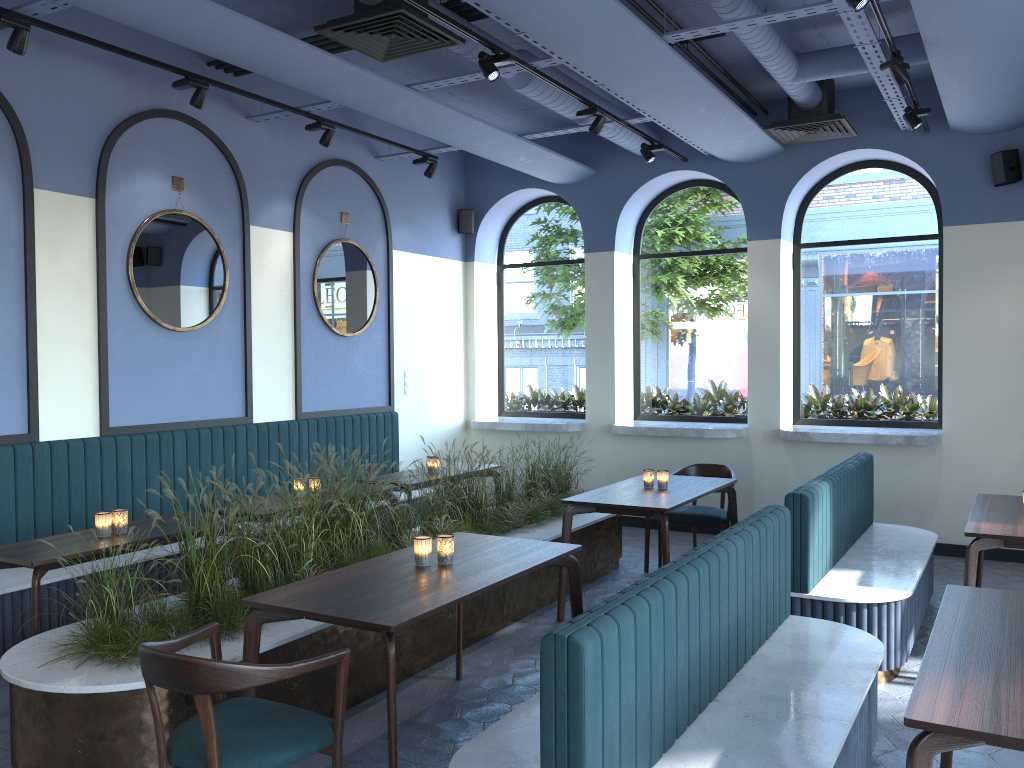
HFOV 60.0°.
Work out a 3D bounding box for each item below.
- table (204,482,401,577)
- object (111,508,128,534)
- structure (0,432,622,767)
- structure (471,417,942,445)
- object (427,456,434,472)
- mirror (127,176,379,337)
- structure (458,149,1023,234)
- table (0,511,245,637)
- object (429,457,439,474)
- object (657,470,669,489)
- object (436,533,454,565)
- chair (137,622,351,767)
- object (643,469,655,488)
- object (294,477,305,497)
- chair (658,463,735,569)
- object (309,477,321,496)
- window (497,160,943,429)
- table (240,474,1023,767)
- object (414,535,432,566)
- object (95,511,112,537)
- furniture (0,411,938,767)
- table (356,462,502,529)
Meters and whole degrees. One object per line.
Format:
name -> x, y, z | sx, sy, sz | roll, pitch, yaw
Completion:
table -> -1.306, 1.102, 5.728 | 0.548, 0.755, 1.332 | 0, 2, 30
object -> -2.002, 0.701, 4.530 | 0.078, 0.120, 0.078 | -2, 2, -43
structure -> -0.583, 0.880, 5.337 | 1.143, 1.207, 4.878 | 0, 2, 31
structure -> 2.714, 0.554, 3.183 | 4.315, 0.080, 14.155 | -1, 1, -9
object -> -0.630, 0.628, 6.955 | 0.078, 0.120, 0.078 | 0, 2, 13
mirror -> -2.324, -0.915, 6.285 | 0.026, 1.089, 4.357 | 0, 2, 30
structure -> -0.578, -1.538, 2.732 | 7.261, 0.268, 13.143 | 0, 2, 13
table -> -1.993, 1.138, 4.533 | 0.548, 0.755, 1.285 | 0, 2, 30
object -> -0.600, 0.630, 6.862 | 0.078, 0.120, 0.078 | 0, 2, 13
object -> 1.011, 0.641, 5.947 | 0.078, 0.120, 0.078 | -2, 2, -43
object -> -0.285, 0.706, 3.793 | 0.078, 0.120, 0.078 | 0, 2, 13
chair -> -0.874, 1.157, 2.777 | 0.618, 0.793, 0.525 | 0, 2, 29
object -> 0.924, 0.641, 5.992 | 0.078, 0.120, 0.078 | -2, 2, -43
object -> -1.367, 0.665, 5.709 | 0.078, 0.120, 0.078 | 0, 2, 13
chair -> 1.455, 1.035, 6.827 | 0.618, 0.793, 0.525 | 0, 2, 29
object -> -1.274, 0.664, 5.740 | 0.078, 0.120, 0.078 | 0, 2, 13
window -> 2.920, -0.676, 3.205 | 3.897, 2.394, 14.212 | -1, 1, -9
table -> 0.690, 1.187, 1.831 | 3.997, 0.755, 9.778 | 0, 2, 14
object -> -0.378, 0.708, 3.763 | 0.078, 0.120, 0.078 | 0, 2, 13
object -> -2.046, 0.703, 4.442 | 0.078, 0.120, 0.078 | -2, 2, -43
furniture -> -0.288, 0.911, 5.167 | 4.703, 1.150, 4.800 | 0, 2, 30
table -> -0.608, 1.065, 6.941 | 0.548, 0.755, 1.332 | 0, 2, 30
